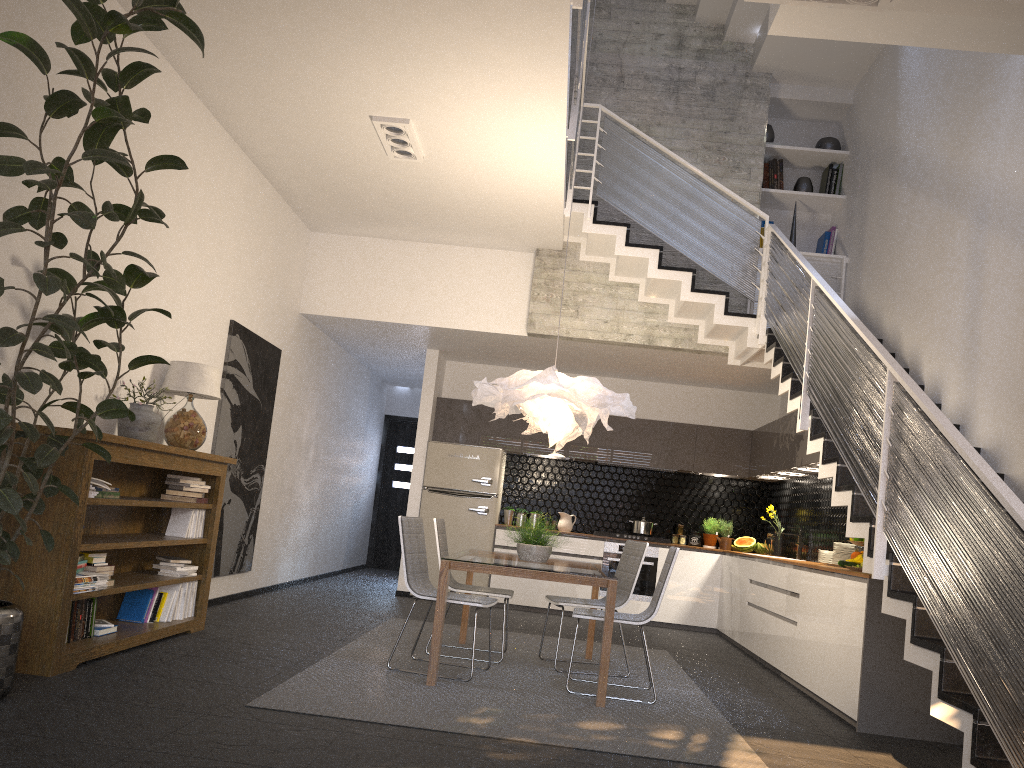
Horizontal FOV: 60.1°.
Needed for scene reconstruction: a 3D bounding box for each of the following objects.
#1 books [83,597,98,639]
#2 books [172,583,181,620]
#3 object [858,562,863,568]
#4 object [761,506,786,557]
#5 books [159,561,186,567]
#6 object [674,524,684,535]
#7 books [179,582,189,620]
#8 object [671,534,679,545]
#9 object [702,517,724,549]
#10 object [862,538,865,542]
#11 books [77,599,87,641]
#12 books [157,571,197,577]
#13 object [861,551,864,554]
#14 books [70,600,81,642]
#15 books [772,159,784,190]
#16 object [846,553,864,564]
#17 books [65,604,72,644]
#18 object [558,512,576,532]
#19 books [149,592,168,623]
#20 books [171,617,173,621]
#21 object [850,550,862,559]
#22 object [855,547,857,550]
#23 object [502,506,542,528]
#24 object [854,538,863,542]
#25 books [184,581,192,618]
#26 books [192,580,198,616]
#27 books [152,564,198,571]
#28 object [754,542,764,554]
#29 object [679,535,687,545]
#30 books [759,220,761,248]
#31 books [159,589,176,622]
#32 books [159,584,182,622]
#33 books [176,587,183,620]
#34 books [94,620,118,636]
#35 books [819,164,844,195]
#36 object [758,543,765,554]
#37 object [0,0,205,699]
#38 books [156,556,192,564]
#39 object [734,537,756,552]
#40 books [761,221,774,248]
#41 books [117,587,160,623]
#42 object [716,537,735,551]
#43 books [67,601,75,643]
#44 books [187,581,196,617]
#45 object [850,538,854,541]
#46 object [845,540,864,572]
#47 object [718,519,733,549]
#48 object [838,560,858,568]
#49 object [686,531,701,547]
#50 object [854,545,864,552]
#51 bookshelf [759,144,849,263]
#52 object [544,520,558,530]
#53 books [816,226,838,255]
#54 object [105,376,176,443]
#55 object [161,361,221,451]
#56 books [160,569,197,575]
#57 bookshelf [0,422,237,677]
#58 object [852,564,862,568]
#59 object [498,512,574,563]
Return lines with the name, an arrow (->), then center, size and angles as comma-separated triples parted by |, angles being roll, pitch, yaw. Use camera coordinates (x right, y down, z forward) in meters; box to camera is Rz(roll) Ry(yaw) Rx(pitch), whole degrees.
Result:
books -> -2.331, 1.234, 4.742 | 0.167, 0.240, 0.104 | 6, -6, 3
books -> -2.238, 1.387, 5.702 | 0.175, 0.242, 0.024 | 6, -5, 3
object -> 2.348, 1.195, 5.843 | 0.151, 0.072, 0.077 | 0, -10, 41
object -> 2.780, 1.548, 9.336 | 0.256, 0.539, 0.430 | 3, -7, 27
books -> -2.190, 1.159, 5.726 | 0.155, 0.022, 0.206 | 9, -9, -16
object -> 1.897, 1.655, 10.054 | 0.083, 0.112, 0.083 | 8, -7, -16
books -> -2.205, 1.398, 5.748 | 0.175, 0.242, 0.024 | 6, -5, 3
object -> 1.852, 1.764, 10.058 | 0.083, 0.112, 0.083 | 6, -6, 3
object -> 2.262, 1.678, 9.995 | 0.244, 0.352, 0.236 | 6, -6, 8
object -> 2.390, 1.048, 5.902 | 0.101, 0.078, 0.096 | 7, -7, -1
books -> -2.346, 1.222, 4.672 | 0.171, 0.240, 0.085 | 6, -6, 3
books -> -2.164, 1.228, 5.728 | 0.155, 0.020, 0.206 | 4, -9, 13
object -> 2.393, 1.168, 6.053 | 0.059, 0.055, 0.128 | 6, -8, 5
books -> -2.349, 1.221, 4.612 | 0.171, 0.223, 0.083 | 6, -6, 3
books -> 2.635, -2.018, 8.860 | 0.134, 0.380, 0.274 | 6, -6, 4
object -> 2.320, 1.174, 5.954 | 0.154, 0.076, 0.079 | 0, -9, 38
books -> -2.349, 1.198, 4.503 | 0.167, 0.240, 0.100 | 6, -6, 3
object -> 0.620, 1.580, 10.106 | 0.190, 0.214, 0.172 | 4, -7, 17
books -> -2.262, 1.392, 5.539 | 0.146, 0.182, 0.148 | 6, -7, 7
books -> -2.222, 1.401, 5.651 | 0.155, 0.202, 0.073 | 6, -6, 3
object -> 2.335, 1.169, 5.984 | 0.087, 0.092, 0.086 | 6, -7, 8
object -> 2.405, 1.180, 6.078 | 0.125, 0.120, 0.061 | 1, -8, 36
object -> 0.112, 1.523, 10.132 | 0.482, 0.219, 0.173 | 6, -7, 0
object -> 2.320, 1.041, 5.929 | 0.060, 0.054, 0.059 | 1, -9, 37
books -> -2.210, 1.409, 5.832 | 0.174, 0.242, 0.019 | 6, -5, 3
books -> -2.205, 1.425, 5.934 | 0.174, 0.243, 0.040 | 6, -5, 3
books -> -2.179, 1.186, 5.737 | 0.175, 0.023, 0.245 | 4, -9, 13
object -> 2.775, 1.818, 9.784 | 0.148, 0.126, 0.225 | 0, -10, 43
object -> 1.938, 1.772, 10.049 | 0.082, 0.112, 0.083 | 5, -7, 13
books -> 2.386, -1.408, 8.811 | 0.159, 0.370, 0.274 | 6, -6, 4
books -> -2.225, 1.394, 5.587 | 0.155, 0.193, 0.105 | 6, -6, 3
books -> -2.220, 1.381, 5.628 | 0.174, 0.233, 0.101 | 6, -6, 3
books -> -2.218, 1.412, 5.725 | 0.155, 0.204, 0.021 | 6, -5, 3
books -> -2.323, 1.354, 4.920 | 0.272, 0.049, 0.258 | 14, -11, -41
books -> 3.163, -1.964, 8.811 | 0.160, 0.380, 0.267 | 6, -6, 4
object -> 2.800, 1.851, 9.957 | 0.132, 0.118, 0.205 | 3, -8, 23
object -> -1.936, -0.263, 3.789 | 0.910, 3.182, 2.018 | 8, -7, -18
books -> -2.191, 1.137, 5.734 | 0.221, 0.023, 0.148 | -2, -12, 44
object -> 2.564, 1.766, 9.753 | 0.235, 0.173, 0.219 | 2, -9, 32
books -> 2.515, -1.396, 8.803 | 0.171, 0.371, 0.274 | 6, -6, 4
books -> -2.308, 1.352, 5.475 | 0.171, 0.226, 0.166 | 6, -6, 3
object -> 2.377, 1.777, 9.848 | 0.209, 0.139, 0.125 | 1, -9, 37
books -> -2.351, 1.205, 4.560 | 0.171, 0.239, 0.056 | 6, -6, 3
books -> -2.208, 1.420, 5.903 | 0.175, 0.242, 0.024 | 6, -5, 3
object -> 2.304, 1.050, 5.983 | 0.048, 0.041, 0.045 | 12, -9, -35
object -> 2.407, 1.056, 5.963 | 0.352, 0.423, 0.354 | 7, -7, -3
object -> 2.403, 1.677, 9.969 | 0.169, 0.377, 0.185 | 1, -8, 40
object -> 2.304, 1.219, 5.957 | 0.240, 0.048, 0.061 | 9, -8, -16
object -> 2.063, 1.754, 10.039 | 0.141, 0.173, 0.142 | 6, -7, 3
object -> 2.620, 1.292, 6.558 | 0.173, 0.183, 0.172 | 12, -9, -37
bookshelf -> 2.724, -1.721, 8.750 | 0.972, 1.101, 0.445 | 6, -6, 3
object -> 0.441, 1.617, 10.145 | 0.160, 0.110, 0.078 | 5, -7, 8
books -> 3.102, -1.338, 8.770 | 0.146, 0.381, 0.274 | 6, -6, 4
object -> -2.213, 0.148, 5.270 | 0.386, 0.410, 0.276 | 9, -7, -18
object -> -2.150, 0.162, 5.892 | 0.391, 0.579, 0.390 | 10, -7, -27
books -> -2.160, 1.210, 5.735 | 0.175, 0.019, 0.245 | 7, -8, -6
bookshelf -> -2.238, 0.925, 5.136 | 0.450, 1.165, 1.931 | 6, -8, 4
object -> 2.378, 1.218, 5.891 | 0.229, 0.075, 0.070 | 7, -7, -6
object -> 0.141, 1.004, 5.864 | 0.531, 0.365, 0.672 | 7, -8, -1
